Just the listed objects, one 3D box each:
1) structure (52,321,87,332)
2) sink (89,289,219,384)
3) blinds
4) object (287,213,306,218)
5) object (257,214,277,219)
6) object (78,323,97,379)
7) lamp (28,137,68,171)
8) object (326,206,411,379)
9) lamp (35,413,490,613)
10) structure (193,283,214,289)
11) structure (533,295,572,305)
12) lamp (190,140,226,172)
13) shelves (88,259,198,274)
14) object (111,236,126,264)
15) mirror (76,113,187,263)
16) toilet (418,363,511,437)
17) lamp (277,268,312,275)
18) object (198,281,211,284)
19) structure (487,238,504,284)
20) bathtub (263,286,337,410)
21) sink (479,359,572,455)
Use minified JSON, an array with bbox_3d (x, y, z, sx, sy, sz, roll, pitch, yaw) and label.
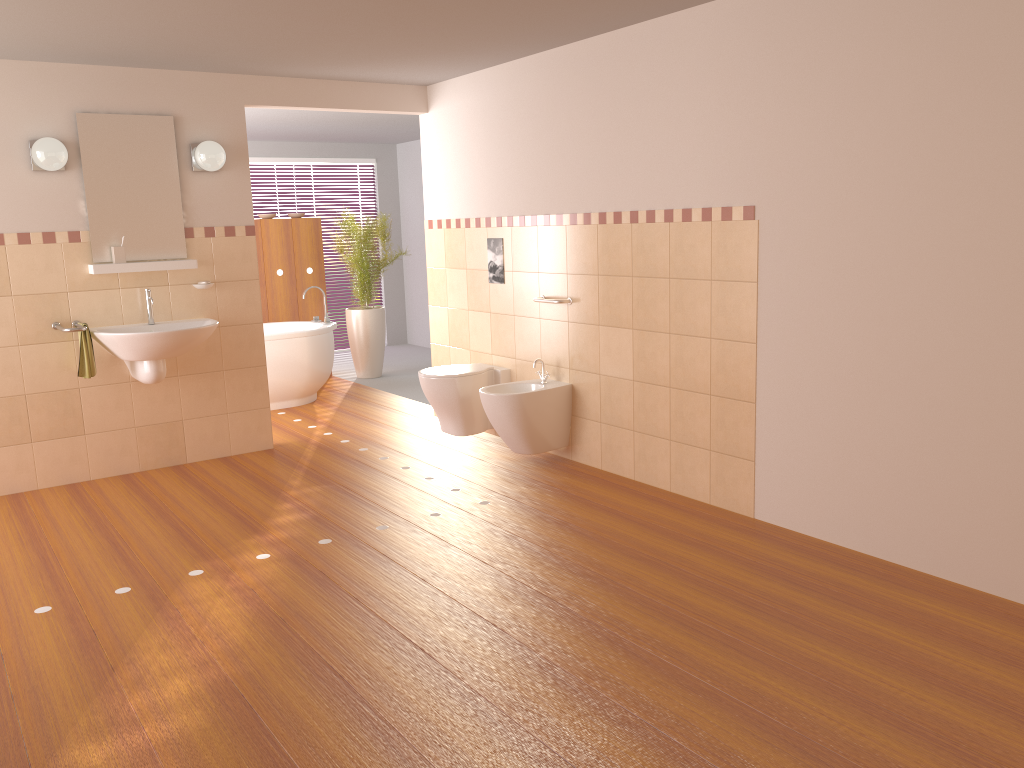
[{"bbox_3d":[-2.352,-0.302,4.731,0.142,0.042,0.333,-9,12,-33],"label":"structure"},{"bbox_3d":[-1.945,-0.259,4.898,0.683,0.516,0.539,-9,12,-33],"label":"sink"},{"bbox_3d":[-3.449,-1.150,8.796,4.712,2.022,0.032,-9,12,-33],"label":"blinds"},{"bbox_3d":[-1.964,-1.530,8.076,0.173,0.046,0.173,-9,12,-33],"label":"object"},{"bbox_3d":[-2.188,-1.495,7.926,0.173,0.046,0.173,-9,12,-33],"label":"object"},{"bbox_3d":[-2.298,-0.182,4.782,0.085,0.306,0.181,-5,11,-18],"label":"object"},{"bbox_3d":[-2.414,-1.198,4.626,0.173,0.173,0.209,-9,12,-33],"label":"lamp"},{"bbox_3d":[-1.244,-0.837,8.068,0.683,1.557,1.335,-2,10,-2],"label":"object"},{"bbox_3d":[-2.224,0.607,4.679,3.173,0.001,2.893,-9,12,-33],"label":"lamp"},{"bbox_3d":[-1.808,-0.573,5.214,0.117,0.029,0.092,-9,12,-33],"label":"structure"},{"bbox_3d":[0.216,-0.472,5.010,0.091,0.042,0.295,-9,12,-33],"label":"structure"},{"bbox_3d":[-1.733,-1.305,5.081,0.173,0.173,0.209,-9,12,-33],"label":"lamp"},{"bbox_3d":[-2.070,-0.661,4.991,0.554,0.050,0.138,-9,12,-33],"label":"shelves"},{"bbox_3d":[-2.173,-0.741,4.899,0.063,0.149,0.073,-9,12,-33],"label":"object"},{"bbox_3d":[-2.115,-1.093,4.956,0.502,0.799,0.008,-9,12,-33],"label":"mirror"},{"bbox_3d":[-0.319,0.101,5.543,0.534,0.400,0.375,-9,12,-33],"label":"toilet"},{"bbox_3d":[-2.303,-0.960,7.767,1.169,0.052,0.001,-9,12,-33],"label":"lamp"},{"bbox_3d":[-1.808,-0.595,5.211,0.075,0.023,0.050,2,11,20],"label":"object"},{"bbox_3d":[-0.101,-0.761,5.485,0.005,0.279,0.170,-9,12,-33],"label":"structure"},{"bbox_3d":[-2.244,-0.258,6.916,1.874,0.900,0.888,-9,12,-33],"label":"bathtub"},{"bbox_3d":[0.060,0.128,4.997,0.515,0.517,0.335,-9,12,-33],"label":"sink"}]
